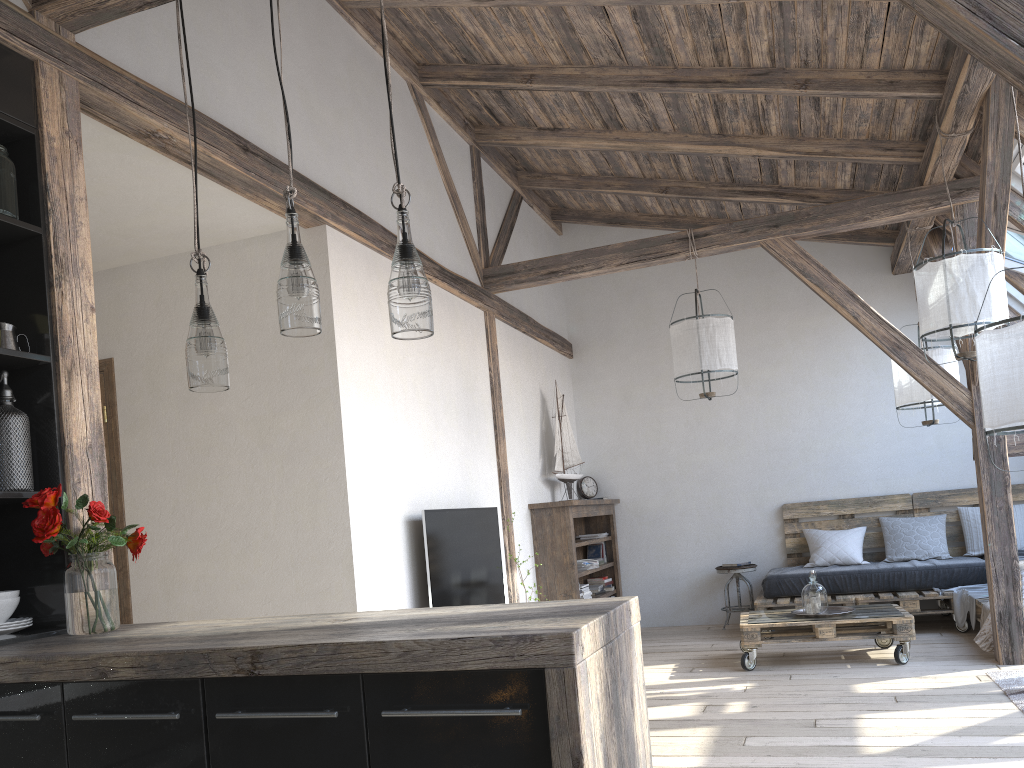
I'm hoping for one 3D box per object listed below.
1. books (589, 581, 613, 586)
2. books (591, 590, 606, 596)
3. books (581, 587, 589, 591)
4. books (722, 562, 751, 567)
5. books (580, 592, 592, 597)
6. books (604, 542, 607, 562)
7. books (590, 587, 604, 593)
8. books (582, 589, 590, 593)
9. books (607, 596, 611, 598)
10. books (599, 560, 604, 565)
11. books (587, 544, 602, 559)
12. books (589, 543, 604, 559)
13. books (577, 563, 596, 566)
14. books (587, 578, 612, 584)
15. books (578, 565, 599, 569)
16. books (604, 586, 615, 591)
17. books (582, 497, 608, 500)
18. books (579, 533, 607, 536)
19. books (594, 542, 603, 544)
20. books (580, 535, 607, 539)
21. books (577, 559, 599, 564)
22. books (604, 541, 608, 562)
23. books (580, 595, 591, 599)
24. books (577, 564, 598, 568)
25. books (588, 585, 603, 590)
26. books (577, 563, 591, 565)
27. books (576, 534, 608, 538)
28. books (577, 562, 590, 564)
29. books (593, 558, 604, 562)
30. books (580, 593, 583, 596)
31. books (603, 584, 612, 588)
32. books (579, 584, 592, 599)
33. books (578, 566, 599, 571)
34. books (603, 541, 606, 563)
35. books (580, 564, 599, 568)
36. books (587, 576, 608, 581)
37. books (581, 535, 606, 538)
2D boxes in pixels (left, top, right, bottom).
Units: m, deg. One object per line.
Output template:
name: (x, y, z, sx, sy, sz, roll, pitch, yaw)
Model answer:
books: (0.786, 1.769, 7.798, 0.162, 0.026, 0.203, -9, -10, 26)
books: (0.691, 1.793, 7.546, 0.153, 0.024, 0.229, -9, -10, 27)
books: (0.507, 1.650, 7.063, 0.158, 0.017, 0.220, -9, -10, 23)
books: (1.897, 1.522, 7.434, 0.204, 0.021, 0.151, 3, -12, -42)
books: (0.533, 1.693, 7.053, 0.158, 0.017, 0.220, -9, -10, 23)
books: (0.774, 1.515, 7.908, 0.140, 0.184, 0.020, -6, -2, 19)
books: (0.690, 1.771, 7.554, 0.160, 0.022, 0.213, -8, -9, 18)
books: (0.532, 1.662, 7.046, 0.140, 0.018, 0.186, -8, -9, 18)
books: (0.732, 1.971, 7.622, 0.202, 0.246, 0.413, -7, -7, 19)
books: (0.692, 1.558, 7.640, 0.162, 0.030, 0.220, -8, -9, 21)
books: (0.731, 1.507, 7.783, 0.132, 0.171, 0.082, -7, -3, 19)
books: (0.745, 1.508, 7.814, 0.140, 0.175, 0.059, -6, -3, 17)
books: (0.559, 1.470, 7.161, 0.206, 0.009, 0.259, -9, -10, 25)
books: (0.776, 1.745, 7.793, 0.158, 0.021, 0.220, -9, -9, 22)
books: (0.569, 1.496, 7.165, 0.206, 0.009, 0.259, -9, -10, 23)
books: (0.790, 1.817, 7.792, 0.219, 0.030, 0.163, -7, -9, 12)
books: (0.733, 1.051, 7.971, 0.237, 0.025, 0.179, -8, -9, 19)
books: (0.714, 1.325, 7.748, 0.205, 0.009, 0.260, -7, -9, 15)
books: (0.748, 1.503, 7.840, 0.139, 0.190, 0.050, -6, -3, 18)
books: (0.723, 1.351, 7.754, 0.205, 0.009, 0.260, -7, -9, 13)
books: (0.584, 1.446, 7.198, 0.221, 0.087, 0.264, -5, -8, -1)
books: (0.788, 1.509, 7.925, 0.137, 0.199, 0.021, -6, -2, 19)
books: (0.527, 1.708, 7.036, 0.158, 0.017, 0.221, -8, -9, 18)
books: (0.551, 1.478, 7.152, 0.206, 0.009, 0.258, -11, -11, 35)
books: (0.689, 1.749, 7.557, 0.152, 0.024, 0.230, -7, -9, 14)
books: (0.544, 1.462, 7.157, 0.206, 0.009, 0.259, -9, -10, 25)
books: (0.707, 1.333, 7.738, 0.206, 0.009, 0.259, -9, -10, 25)
books: (0.537, 1.454, 7.154, 0.206, 0.009, 0.259, -10, -10, 30)
books: (0.692, 1.530, 7.632, 0.150, 0.021, 0.206, -9, -9, 22)
books: (0.432, 1.626, 6.735, 0.158, 0.017, 0.220, -9, -10, 23)
books: (0.780, 1.792, 7.788, 0.205, 0.021, 0.151, -6, -9, 8)
books: (0.463, 1.647, 6.904, 0.207, 0.150, 0.552, -7, -9, 18)
books: (0.568, 1.503, 7.156, 0.206, 0.009, 0.259, -9, -10, 27)
books: (0.768, 1.505, 7.890, 0.135, 0.200, 0.021, -6, -2, 19)
books: (0.575, 1.489, 7.178, 0.205, 0.009, 0.259, -8, -9, 20)
books: (0.761, 1.729, 7.816, 0.143, 0.019, 0.203, -8, -9, 18)
books: (0.727, 1.344, 7.768, 0.205, 0.009, 0.260, -7, -9, 10)
